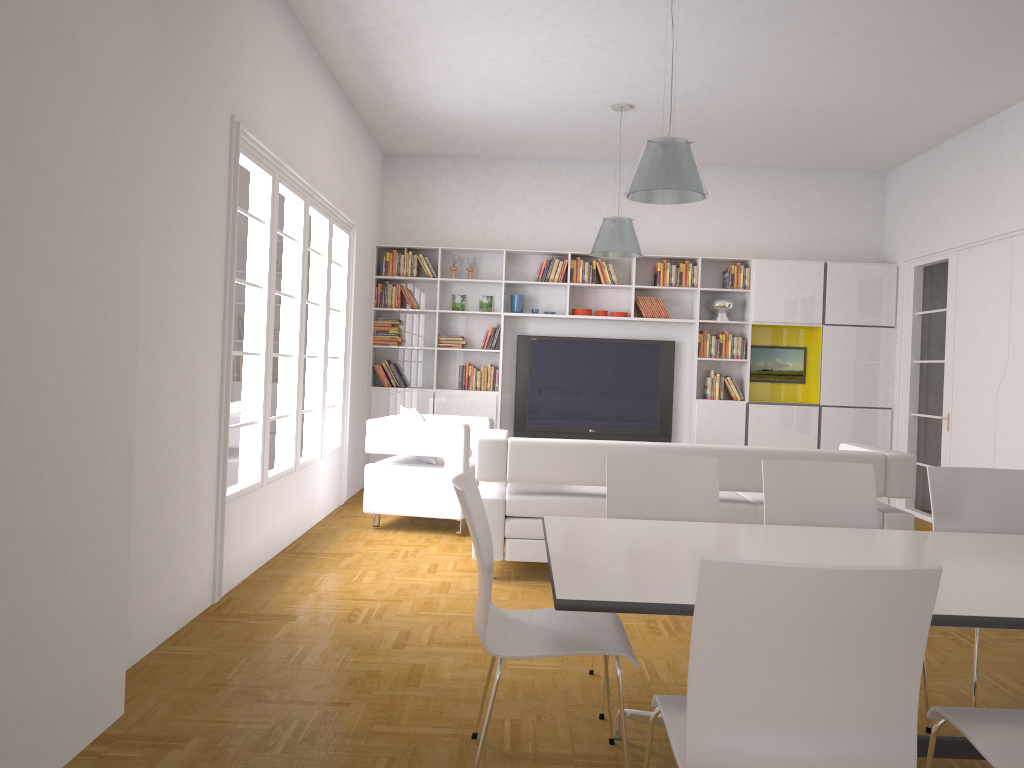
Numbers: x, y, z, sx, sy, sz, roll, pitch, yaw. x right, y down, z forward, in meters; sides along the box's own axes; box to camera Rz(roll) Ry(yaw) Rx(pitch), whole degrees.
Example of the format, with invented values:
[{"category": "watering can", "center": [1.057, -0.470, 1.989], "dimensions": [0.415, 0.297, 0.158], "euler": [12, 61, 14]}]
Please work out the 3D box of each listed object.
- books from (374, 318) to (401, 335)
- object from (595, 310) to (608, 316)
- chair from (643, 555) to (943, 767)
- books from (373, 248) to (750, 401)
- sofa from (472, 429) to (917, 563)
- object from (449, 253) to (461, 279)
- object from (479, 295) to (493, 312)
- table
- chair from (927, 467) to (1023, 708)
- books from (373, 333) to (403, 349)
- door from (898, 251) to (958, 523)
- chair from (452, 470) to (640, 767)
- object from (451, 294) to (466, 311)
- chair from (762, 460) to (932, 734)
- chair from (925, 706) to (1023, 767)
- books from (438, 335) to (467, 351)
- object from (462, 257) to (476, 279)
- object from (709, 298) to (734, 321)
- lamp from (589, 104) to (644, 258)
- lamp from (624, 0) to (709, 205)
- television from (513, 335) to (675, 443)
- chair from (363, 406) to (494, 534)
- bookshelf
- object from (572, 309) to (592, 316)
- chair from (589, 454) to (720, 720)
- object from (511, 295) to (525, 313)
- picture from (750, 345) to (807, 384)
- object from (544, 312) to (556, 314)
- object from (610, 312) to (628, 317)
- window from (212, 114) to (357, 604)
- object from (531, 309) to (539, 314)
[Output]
[{"category": "books", "center": [-1.303, -0.602, 9.274], "dimensions": [0.252, 0.153, 0.207], "euler": [2, 1, 1]}, {"category": "object", "center": [0.933, -0.727, 9.247], "dimensions": [0.128, 0.073, 0.129], "euler": [2, 1, -3]}, {"category": "chair", "center": [0.593, 0.807, 1.983], "dimensions": [0.561, 0.931, 0.575], "euler": [2, 0, 0]}, {"category": "books", "center": [0.503, -0.622, 9.243], "dimensions": [3.862, 1.455, 0.235], "euler": [2, 0, 1]}, {"category": "sofa", "center": [1.086, 0.779, 5.674], "dimensions": [2.622, 0.849, 0.822], "euler": [2, 1, 1]}, {"category": "object", "center": [-0.590, -1.224, 9.285], "dimensions": [0.120, 0.279, 0.179], "euler": [2, 0, 6]}, {"category": "object", "center": [-0.276, -0.842, 9.366], "dimensions": [0.144, 0.190, 0.052], "euler": [2, 0, 1]}, {"category": "table", "center": [1.299, 0.919, 2.754], "dimensions": [2.411, 0.722, 1.211], "euler": [2, 1, 1]}, {"category": "chair", "center": [1.981, 0.830, 3.528], "dimensions": [0.561, 0.931, 0.575], "euler": [2, 0, 0]}, {"category": "books", "center": [-1.292, -0.453, 9.273], "dimensions": [0.284, 0.153, 0.207], "euler": [2, 1, 1]}, {"category": "door", "center": [3.912, 0.041, 8.328], "dimensions": [0.139, 2.454, 1.009], "euler": [2, 0, 0]}, {"category": "chair", "center": [0.083, 0.772, 2.783], "dimensions": [0.575, 0.931, 0.561], "euler": [2, 0, 1]}, {"category": "object", "center": [-0.565, -0.853, 9.368], "dimensions": [0.144, 0.190, 0.052], "euler": [2, 0, 1]}, {"category": "chair", "center": [1.280, 0.803, 3.534], "dimensions": [0.561, 0.931, 0.575], "euler": [2, 0, 0]}, {"category": "chair", "center": [1.294, 0.834, 1.977], "dimensions": [0.561, 0.931, 0.575], "euler": [2, 0, 0]}, {"category": "books", "center": [-0.624, -0.427, 9.267], "dimensions": [0.284, 0.153, 0.207], "euler": [2, 1, 1]}, {"category": "object", "center": [-0.470, -1.210, 9.301], "dimensions": [0.179, 0.260, 0.119], "euler": [2, 0, 21]}, {"category": "object", "center": [2.178, -0.763, 9.231], "dimensions": [0.256, 0.239, 0.257], "euler": [2, 1, 8]}, {"category": "lamp", "center": [0.899, -1.709, 7.452], "dimensions": [0.464, 1.250, 0.464], "euler": [2, 0, 0]}, {"category": "lamp", "center": [0.876, -1.659, 4.909], "dimensions": [0.464, 1.250, 0.464], "euler": [2, 0, 0]}, {"category": "television", "center": [0.864, 0.059, 9.339], "dimensions": [1.660, 1.088, 0.082], "euler": [2, 0, 1]}, {"category": "chair", "center": [-0.637, 0.638, 7.196], "dimensions": [0.801, 0.911, 1.096], "euler": [2, 1, 10]}, {"category": "bookshelf", "center": [1.226, -0.094, 9.271], "dimensions": [5.365, 2.480, 0.389], "euler": [2, 0, 1]}, {"category": "object", "center": [0.730, -0.742, 9.248], "dimensions": [0.210, 0.073, 0.211], "euler": [2, 1, -25]}, {"category": "chair", "center": [0.620, 0.777, 3.540], "dimensions": [0.561, 0.931, 0.575], "euler": [2, 0, 0]}, {"category": "object", "center": [0.054, -0.827, 9.243], "dimensions": [0.147, 0.192, 0.147], "euler": [2, 0, -10]}, {"category": "picture", "center": [2.799, -0.206, 9.359], "dimensions": [0.609, 0.388, 0.007], "euler": [2, 0, 1]}, {"category": "object", "center": [0.397, -0.733, 9.239], "dimensions": [0.124, 0.032, 0.123], "euler": [2, 1, -14]}, {"category": "object", "center": [1.114, -0.717, 9.226], "dimensions": [0.182, 0.054, 0.183], "euler": [2, 1, -3]}, {"category": "window", "center": [-1.540, -0.164, 6.247], "dimensions": [0.195, 2.528, 3.351], "euler": [2, 1, 0]}, {"category": "object", "center": [0.241, -0.751, 9.241], "dimensions": [0.078, 0.056, 0.078], "euler": [3, 1, 26]}]
